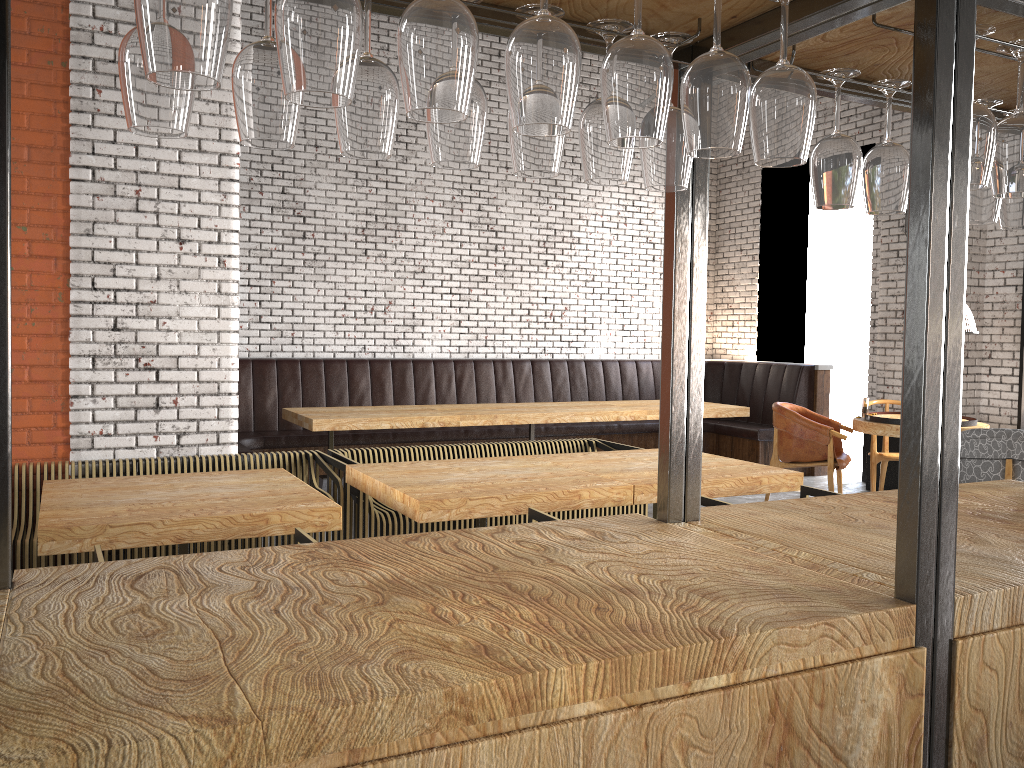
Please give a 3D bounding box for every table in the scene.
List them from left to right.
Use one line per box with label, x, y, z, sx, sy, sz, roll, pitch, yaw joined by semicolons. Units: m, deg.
table;-1.309;0.812;3.526;0.996;0.763;1.001;0;3;-27
table;-0.146;0.800;4.116;0.996;0.763;1.001;0;3;-27
table;0.158;0.590;7.857;4.135;0.763;1.001;-1;3;-27
table;0.748;0.790;4.570;0.996;0.763;1.001;0;3;-27
table;3.066;0.605;6.700;0.932;0.972;0.933;2;3;16

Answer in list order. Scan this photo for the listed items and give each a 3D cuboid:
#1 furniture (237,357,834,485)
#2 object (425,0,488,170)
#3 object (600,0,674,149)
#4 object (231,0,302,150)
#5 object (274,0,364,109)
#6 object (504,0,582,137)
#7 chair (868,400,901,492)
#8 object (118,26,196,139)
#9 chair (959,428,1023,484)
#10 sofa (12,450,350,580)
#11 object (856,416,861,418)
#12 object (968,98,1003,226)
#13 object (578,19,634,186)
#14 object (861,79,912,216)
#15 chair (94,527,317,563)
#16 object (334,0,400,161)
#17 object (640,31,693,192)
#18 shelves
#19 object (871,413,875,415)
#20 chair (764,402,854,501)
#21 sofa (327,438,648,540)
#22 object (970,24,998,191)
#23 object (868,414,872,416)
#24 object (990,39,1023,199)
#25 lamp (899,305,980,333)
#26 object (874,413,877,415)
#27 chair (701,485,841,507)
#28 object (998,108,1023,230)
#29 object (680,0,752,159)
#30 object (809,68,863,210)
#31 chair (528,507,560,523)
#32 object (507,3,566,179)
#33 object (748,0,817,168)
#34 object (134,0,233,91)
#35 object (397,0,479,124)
furniture;-0.144;0.355;8.484;6.763;1.150;1.919;-1;3;-27
object;-0.088;-0.482;1.410;0.101;0.267;0.101;2;3;26
object;0.173;-0.466;1.222;0.101;0.267;0.101;2;3;26
object;-0.351;-0.479;1.277;0.101;0.267;0.101;2;3;26
object;-0.222;-0.462;1.022;0.101;0.267;0.101;2;3;26
object;0.041;-0.465;1.155;0.101;0.267;0.101;2;3;26
chair;3.233;0.607;7.444;0.612;0.920;0.644;1;3;0
object;-0.482;-0.478;1.210;0.101;0.267;0.101;2;3;26
chair;2.983;0.714;5.431;0.681;0.928;0.644;2;3;23
sofa;-1.780;0.770;4.411;1.805;0.729;0.641;-1;3;-27
object;2.692;0.258;6.891;0.032;0.010;0.032;2;3;24
object;1.048;-0.494;1.987;0.101;0.267;0.101;1;2;-13
object;0.167;-0.485;1.539;0.101;0.267;0.101;1;2;10
object;0.785;-0.491;1.854;0.101;0.267;0.101;1;2;-13
chair;-0.886;0.886;2.671;0.657;0.729;0.639;0;3;-28
object;-0.220;-0.480;1.343;0.101;0.267;0.101;2;3;26
object;0.281;-0.486;1.597;0.101;0.267;0.101;1;2;10
shelves;1.026;-1.175;1.795;3.659;5.015;0.690;0;2;-27
object;2.823;0.236;6.940;0.032;0.010;0.032;2;3;24
chair;2.301;0.615;6.938;0.644;0.928;0.681;2;3;25
sofa;-0.125;0.752;5.251;1.805;0.729;0.641;-1;3;-27
object;0.783;-0.473;1.532;0.101;0.267;0.101;1;2;-13
object;2.780;0.243;6.885;0.032;0.020;0.031;3;3;27
object;0.915;-0.474;1.599;0.101;0.267;0.101;1;2;-13
lamp;3.181;-1.580;6.519;0.536;2.404;0.537;2;2;15
object;2.849;0.235;6.963;0.032;0.010;0.032;2;3;24
chair;1.211;0.862;3.763;0.657;0.729;0.639;0;3;-26
object;1.180;-0.495;2.054;0.101;0.267;0.101;1;2;-13
object;0.296;-0.468;1.284;0.101;0.267;0.101;1;2;10
object;0.654;-0.490;1.787;0.101;0.267;0.101;1;2;-13
chair;0.483;0.871;3.377;0.657;0.729;0.639;0;3;-24
object;0.043;-0.483;1.477;0.101;0.267;0.101;2;3;26
object;0.410;-0.469;1.342;0.101;0.267;0.101;1;2;10
object;-0.353;-0.461;0.955;0.101;0.267;0.101;2;3;26
object;-0.090;-0.463;1.088;0.101;0.267;0.101;2;3;26
